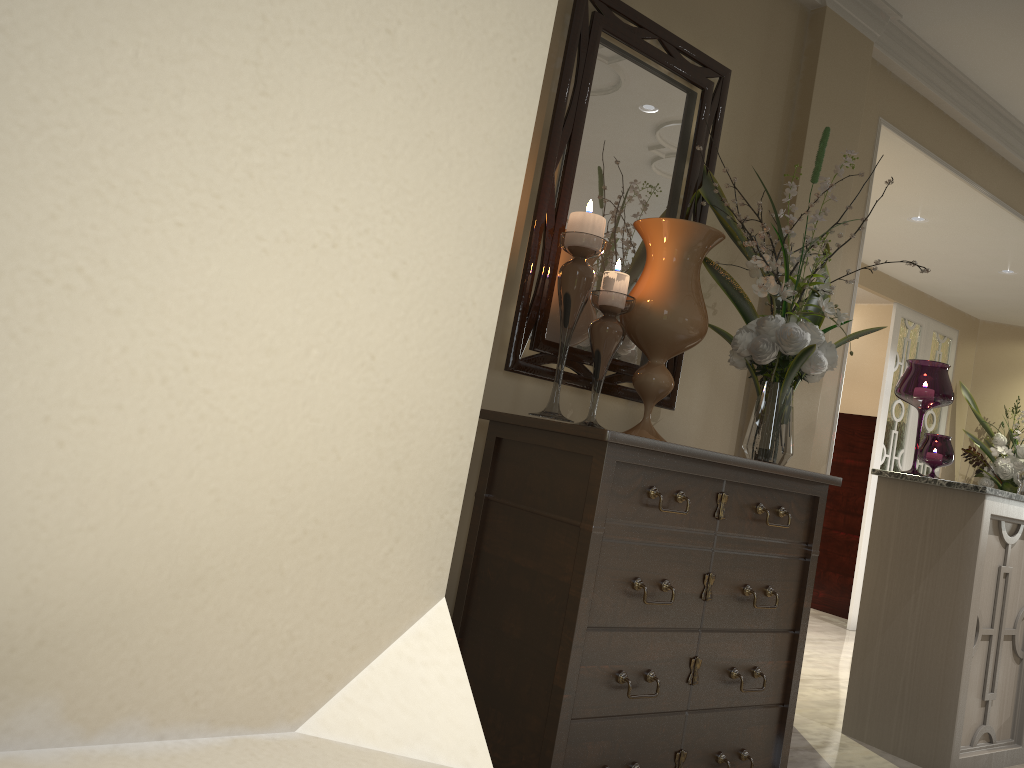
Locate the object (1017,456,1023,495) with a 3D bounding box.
[{"bbox_3d":[1.892,0.347,3.266,0.051,0.162,0.051,16,-7,-42],"label":"object"}]

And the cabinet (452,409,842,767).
[{"bbox_3d":[0.294,0.543,2.058,0.819,0.817,0.428,14,-6,-38],"label":"cabinet"}]

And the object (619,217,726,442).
[{"bbox_3d":[0.365,-0.122,2.164,0.220,0.525,0.222,16,-7,-42],"label":"object"}]

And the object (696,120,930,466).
[{"bbox_3d":[0.655,-0.228,2.309,0.559,0.856,0.605,13,-5,-25],"label":"object"}]

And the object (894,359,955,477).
[{"bbox_3d":[1.369,0.116,2.967,0.180,0.383,0.181,14,-6,-33],"label":"object"}]

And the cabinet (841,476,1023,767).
[{"bbox_3d":[2.134,0.941,3.494,2.243,0.859,0.352,13,-6,-38],"label":"cabinet"}]

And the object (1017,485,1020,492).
[{"bbox_3d":[1.981,0.280,3.333,0.109,0.332,0.109,14,-7,-33],"label":"object"}]

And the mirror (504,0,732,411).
[{"bbox_3d":[0.300,-0.468,2.328,0.597,0.999,0.035,14,-7,-37],"label":"mirror"}]

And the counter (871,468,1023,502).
[{"bbox_3d":[2.228,0.514,3.554,2.323,0.021,0.379,13,-4,-38],"label":"counter"}]

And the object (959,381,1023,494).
[{"bbox_3d":[3.195,0.516,5.620,0.537,0.964,0.618,15,-7,-40],"label":"object"}]

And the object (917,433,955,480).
[{"bbox_3d":[1.449,0.251,3.034,0.119,0.155,0.119,14,-6,-33],"label":"object"}]

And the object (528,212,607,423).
[{"bbox_3d":[0.129,-0.155,1.979,0.103,0.472,0.102,5,-8,43],"label":"object"}]

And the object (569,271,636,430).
[{"bbox_3d":[0.212,-0.081,2.047,0.103,0.375,0.102,5,-8,43],"label":"object"}]
